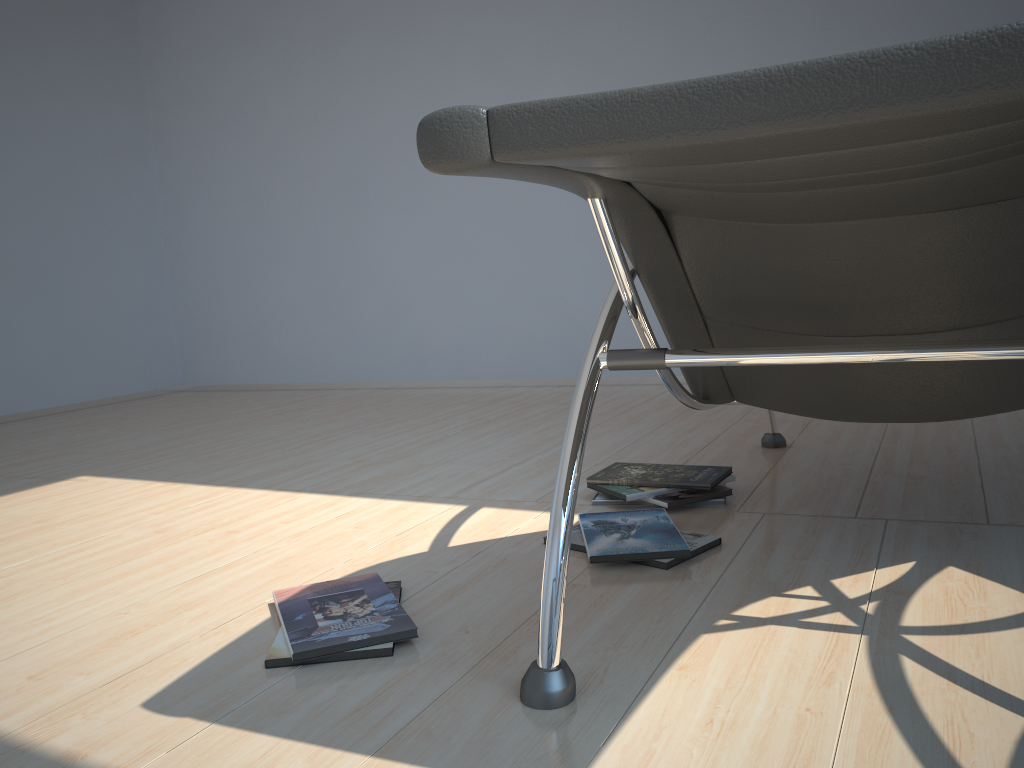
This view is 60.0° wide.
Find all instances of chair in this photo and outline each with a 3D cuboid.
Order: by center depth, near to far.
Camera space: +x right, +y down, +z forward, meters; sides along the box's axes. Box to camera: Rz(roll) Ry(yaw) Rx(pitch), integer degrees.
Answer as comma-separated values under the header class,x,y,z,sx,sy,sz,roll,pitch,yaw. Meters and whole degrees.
class,x,y,z,sx,sy,sz,roll,pitch,yaw
chair,0.663,-0.158,1.576,0.836,0.953,2.114,-1,7,26
